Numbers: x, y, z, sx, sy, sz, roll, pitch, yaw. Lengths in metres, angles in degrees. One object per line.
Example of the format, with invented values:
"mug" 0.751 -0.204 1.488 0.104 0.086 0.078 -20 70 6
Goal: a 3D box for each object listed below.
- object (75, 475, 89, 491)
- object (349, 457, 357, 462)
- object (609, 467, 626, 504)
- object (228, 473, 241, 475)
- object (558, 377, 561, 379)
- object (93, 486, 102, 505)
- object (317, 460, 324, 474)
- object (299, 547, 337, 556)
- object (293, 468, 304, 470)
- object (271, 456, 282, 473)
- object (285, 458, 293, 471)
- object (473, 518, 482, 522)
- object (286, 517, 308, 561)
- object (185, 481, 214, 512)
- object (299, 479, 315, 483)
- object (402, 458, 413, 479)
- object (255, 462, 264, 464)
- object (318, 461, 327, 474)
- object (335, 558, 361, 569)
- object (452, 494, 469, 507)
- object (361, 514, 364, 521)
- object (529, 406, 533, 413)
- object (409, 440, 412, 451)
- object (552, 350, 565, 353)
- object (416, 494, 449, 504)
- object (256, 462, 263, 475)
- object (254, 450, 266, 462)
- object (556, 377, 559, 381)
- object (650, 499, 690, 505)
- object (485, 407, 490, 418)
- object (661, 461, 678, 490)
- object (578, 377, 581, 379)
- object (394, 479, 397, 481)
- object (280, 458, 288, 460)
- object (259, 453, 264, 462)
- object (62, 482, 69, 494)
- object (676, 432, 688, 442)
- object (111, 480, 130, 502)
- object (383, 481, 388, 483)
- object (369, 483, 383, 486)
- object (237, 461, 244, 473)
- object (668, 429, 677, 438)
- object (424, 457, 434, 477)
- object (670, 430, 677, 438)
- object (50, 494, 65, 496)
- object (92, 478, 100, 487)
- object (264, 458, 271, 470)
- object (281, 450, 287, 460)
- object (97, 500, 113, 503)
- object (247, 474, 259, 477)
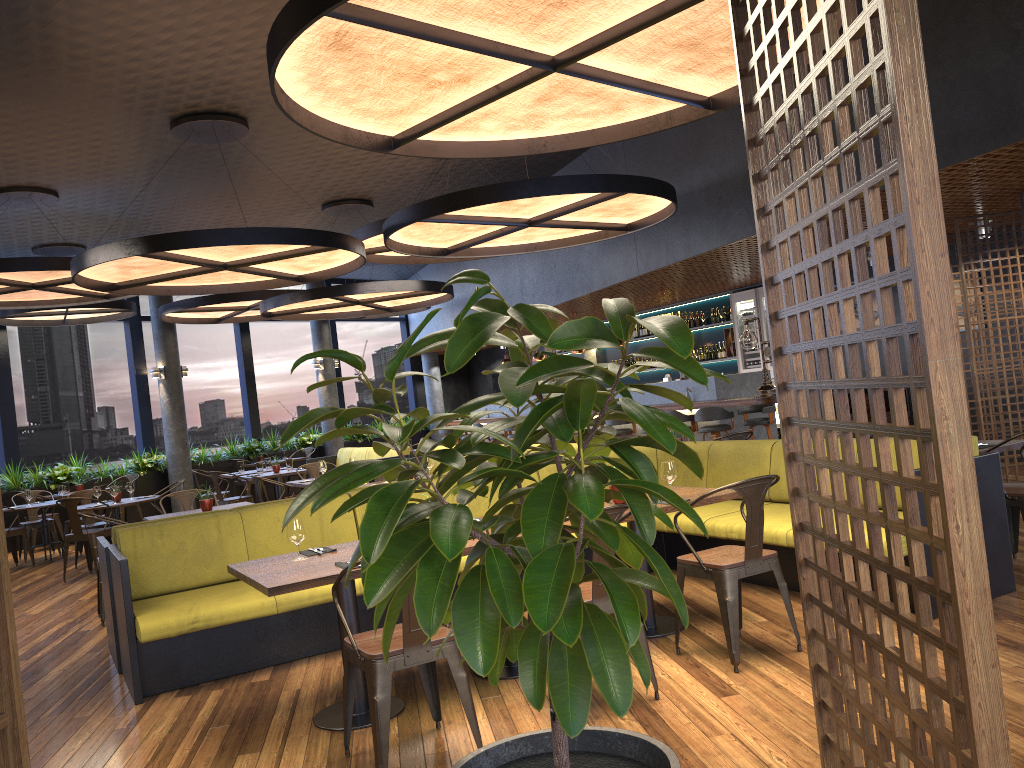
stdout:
"object" -6.717 1.537 13.785 0.260 0.271 0.238 -6 -1 -13
"object" -1.809 0.944 10.134 0.097 0.206 0.097 -6 -1 -37
"object" 0.615 0.550 5.109 0.238 0.271 0.260 -7 -1 -7
"object" -4.264 1.374 13.627 0.157 0.019 0.255 -6 -1 -29
"object" 1.016 -0.200 18.770 0.079 0.281 0.079 -6 -1 -25
"object" -4.862 1.306 10.402 0.097 0.206 0.097 -7 -1 13
"object" -2.208 0.993 10.300 0.097 0.206 0.097 -6 -1 -37
"object" -0.999 0.862 4.582 0.157 0.019 0.255 -6 -1 -28
"object" -3.054 1.220 12.786 0.157 0.019 0.255 -6 -1 -29
"object" -3.355 1.126 12.633 0.238 0.271 0.260 -7 -1 10
"object" -3.177 1.153 12.666 0.102 0.178 0.102 -7 -1 27
"object" -0.207 0.775 5.019 0.157 0.019 0.255 -6 -1 -28
"object" -1.071 0.773 4.420 0.097 0.206 0.097 -7 -1 17
"object" -2.659 0.972 7.680 0.260 0.271 0.238 -7 -1 6
"object" -2.275 1.091 10.028 0.255 0.019 0.157 -6 -1 -28
"object" -0.992 0.788 8.440 0.238 0.271 0.260 -7 -1 -7
"object" -4.748 1.474 16.508 0.255 0.019 0.157 -7 -1 37
"object" -2.124 0.978 9.968 0.097 0.206 0.097 -6 -1 -28
"object" -0.723 0.822 4.090 0.157 0.019 0.255 -6 -1 -28
"object" -0.279 0.687 4.857 0.097 0.206 0.097 -7 -1 17
"object" -0.673 0.724 4.254 0.097 0.206 0.097 -7 -1 17
"object" 0.346 0.432 15.701 0.114 0.203 0.069 -7 -1 22
"object" -1.690 1.006 14.538 0.102 0.178 0.102 -7 -1 7
"object" 1.040 -0.808 18.579 0.229 0.319 0.579 -6 -1 -29
"object" -0.408 0.662 4.544 0.238 0.271 0.260 -7 -1 -7
"object" -3.598 1.202 12.660 0.102 0.178 0.102 -6 -1 -23
"object" -4.823 1.362 16.954 0.260 0.271 0.238 -6 -1 -27
"object" 0.970 -0.194 18.848 0.079 0.281 0.079 -7 -1 -10
"object" 0.861 0.649 4.964 0.157 0.019 0.255 -6 -1 -28
"object" -0.492 0.552 17.218 0.114 0.203 0.069 -7 -1 19
"object" 0.911 0.551 5.129 0.097 0.206 0.097 -7 -1 17
"object" 1.335 -0.280 18.054 0.094 0.340 0.094 -7 -1 11
"object" -1.135 0.939 8.773 0.157 0.019 0.255 -6 -1 -22
"object" -4.319 1.431 17.014 0.255 0.019 0.157 -7 -1 37
"object" -4.701 1.390 16.666 0.102 0.178 0.102 -7 -1 43
"object" -6.868 1.600 13.656 0.102 0.178 0.102 -7 -1 43
"object" 1.587 0.529 8.259 0.102 0.178 0.102 -6 -1 -43
"object" -4.625 1.242 10.367 0.260 0.271 0.238 -7 -1 10
"object" -1.225 0.853 8.620 0.097 0.206 0.097 -7 -1 -4
"object" -1.266 0.948 8.317 0.255 0.019 0.157 -6 -1 -26
"object" -4.214 1.291 13.792 0.102 0.178 0.102 -7 -1 37
"object" 1.541 0.490 8.400 0.260 0.271 0.238 -6 -1 -27
"object" -0.801 0.803 8.600 0.097 0.206 0.097 -7 -1 13
"object" 1.576 0.536 8.634 0.102 0.178 0.102 -6 -1 -43
"object" -6.914 1.683 13.498 0.255 0.019 0.157 -7 -1 37
"object" -6.484 1.557 13.832 0.102 0.178 0.102 -6 -1 -37
"object" -3.793 1.241 13.798 0.102 0.178 0.102 -7 -1 37
"object" -4.317 1.348 16.841 0.102 0.178 0.102 -6 -1 -37
"object" -4.855 1.402 10.575 0.255 0.019 0.157 -7 -1 39
"object" -3.648 1.286 12.495 0.157 0.019 0.255 -6 -1 -29
